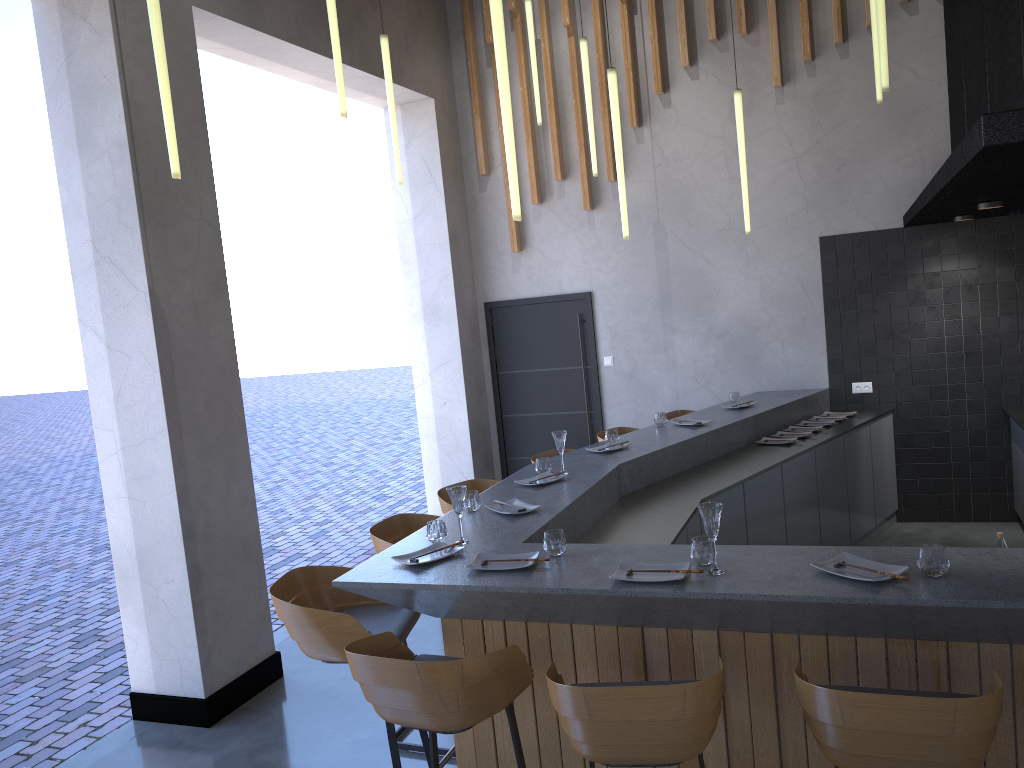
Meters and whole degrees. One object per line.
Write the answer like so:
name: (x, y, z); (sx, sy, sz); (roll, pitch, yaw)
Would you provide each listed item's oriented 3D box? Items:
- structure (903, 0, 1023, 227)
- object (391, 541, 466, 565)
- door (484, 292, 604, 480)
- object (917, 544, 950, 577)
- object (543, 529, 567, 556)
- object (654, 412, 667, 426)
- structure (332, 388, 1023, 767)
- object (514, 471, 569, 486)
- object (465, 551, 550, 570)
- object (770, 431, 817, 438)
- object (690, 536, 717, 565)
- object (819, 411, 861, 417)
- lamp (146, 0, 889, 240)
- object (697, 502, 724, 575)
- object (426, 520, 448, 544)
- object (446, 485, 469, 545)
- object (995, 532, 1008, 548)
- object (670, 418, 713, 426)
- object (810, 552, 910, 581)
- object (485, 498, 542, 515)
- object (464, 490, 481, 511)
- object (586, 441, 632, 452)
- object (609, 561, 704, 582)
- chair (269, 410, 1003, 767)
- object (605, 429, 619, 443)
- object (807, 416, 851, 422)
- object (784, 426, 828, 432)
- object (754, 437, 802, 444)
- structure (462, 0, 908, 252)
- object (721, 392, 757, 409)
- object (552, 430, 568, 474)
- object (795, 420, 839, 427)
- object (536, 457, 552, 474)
structure: (5.989, -1.723, 2.798); (8.600, 2.382, 4.958); (-4, 6, 22)
object: (-0.300, 0.651, 3.416); (0.294, 0.025, 0.170); (-11, 7, -42)
door: (0.326, 0.243, 8.015); (1.012, 2.056, 0.137); (-4, 6, 22)
object: (1.265, 0.531, 2.665); (0.086, 0.086, 0.086); (-6, 5, -2)
object: (0.159, 0.586, 3.276); (0.086, 0.086, 0.086); (-1, 7, 43)
object: (1.014, 0.240, 6.054); (0.086, 0.086, 0.086); (-6, 5, -6)
structure: (4.419, 0.551, 3.829); (8.945, 1.400, 4.889); (-4, 6, 22)
object: (0.174, 0.492, 4.606); (0.294, 0.025, 0.170); (-11, 7, -42)
object: (-0.006, 0.641, 3.198); (0.294, 0.025, 0.170); (-4, 6, 15)
object: (1.948, 0.352, 6.104); (0.294, 0.025, 0.170); (-2, 7, 38)
object: (0.646, 0.563, 2.994); (0.086, 0.086, 0.086); (-4, 6, 22)
object: (2.509, 0.234, 6.761); (0.294, 0.025, 0.170); (-2, 7, 38)
lamp: (1.973, -5.452, 1.583); (8.975, 10.231, 8.774); (-4, 6, 20)
object: (0.651, 0.502, 2.879); (0.082, 0.227, 0.082); (-9, 6, -33)
object: (-0.305, 0.603, 3.603); (0.086, 0.086, 0.086); (-10, 7, -40)
object: (-0.211, 0.526, 3.557); (0.082, 0.227, 0.082); (-6, 5, -6)
object: (1.630, 0.590, 2.943); (0.076, 0.203, 0.042); (-9, 6, -35)
object: (1.194, 0.259, 5.994); (0.170, 0.025, 0.294); (-9, 6, -30)
object: (1.090, 0.574, 2.728); (0.170, 0.025, 0.294); (-9, 6, -30)
object: (-0.008, 0.562, 4.051); (0.170, 0.025, 0.294); (-9, 6, -30)
object: (-0.188, 0.543, 4.110); (0.086, 0.086, 0.086); (-6, 5, -2)
object: (0.602, 0.379, 5.345); (0.294, 0.025, 0.170); (-10, 7, -41)
object: (0.481, 0.619, 2.909); (0.294, 0.025, 0.170); (-4, 6, 20)
chair: (0.487, 1.063, 4.506); (2.787, 1.047, 5.395); (-6, 5, -1)
object: (0.622, 0.329, 5.528); (0.086, 0.086, 0.086); (-8, 6, -18)
object: (2.371, 0.262, 6.605); (0.294, 0.025, 0.170); (-2, 7, 38)
object: (2.085, 0.322, 6.279); (0.294, 0.025, 0.170); (-2, 7, 38)
object: (1.795, 0.383, 5.936); (0.294, 0.025, 0.170); (-2, 7, 38)
structure: (2.722, -1.320, 1.350); (10.399, 5.894, 10.127); (-4, 6, 22)
object: (1.671, 0.122, 6.606); (0.319, 0.086, 0.269); (-11, 7, -42)
object: (0.263, 0.367, 4.747); (0.082, 0.227, 0.082); (-6, 5, -6)
object: (2.232, 0.291, 6.449); (0.294, 0.025, 0.170); (-2, 7, 38)
object: (0.169, 0.444, 4.792); (0.086, 0.086, 0.086); (-10, 7, -40)
